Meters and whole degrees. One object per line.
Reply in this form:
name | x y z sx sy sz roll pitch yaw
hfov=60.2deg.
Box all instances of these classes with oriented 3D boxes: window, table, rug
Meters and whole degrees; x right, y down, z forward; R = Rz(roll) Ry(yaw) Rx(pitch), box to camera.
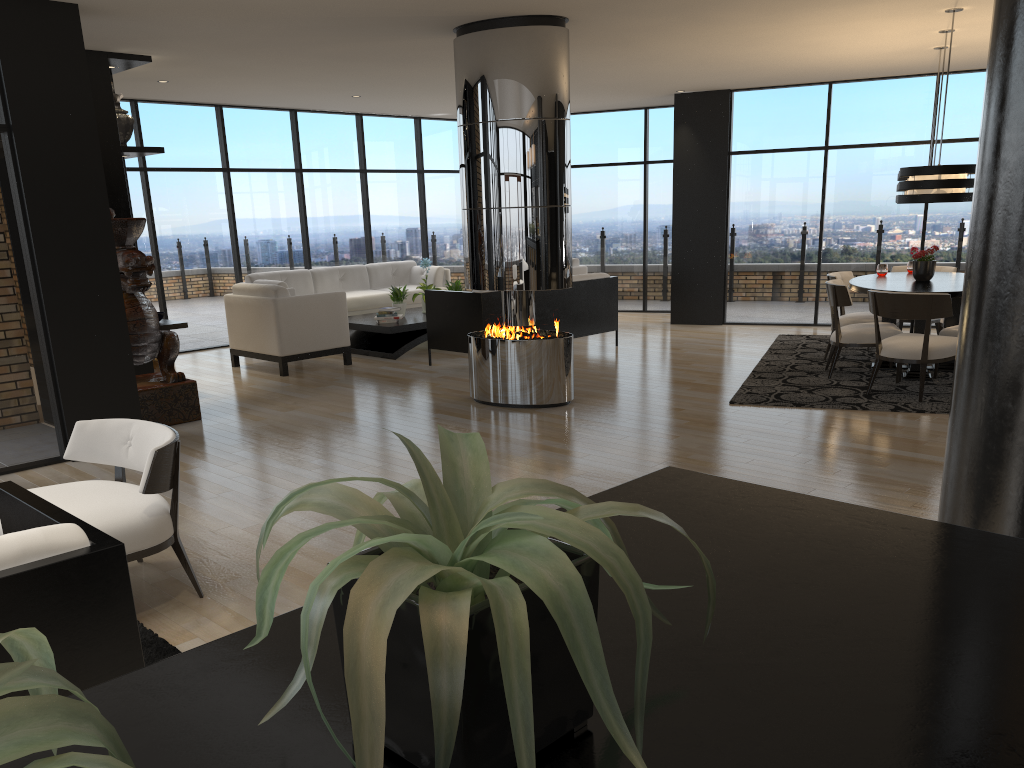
window | -1.227 -1.911 5.010 10.078 4.898 15.612 5 14 31
table | 3.556 -0.512 7.709 1.206 0.787 2.065 4 13 24
rug | -2.619 1.131 2.463 2.996 0.012 2.457 -13 15 -43
table | -1.005 -0.646 10.299 1.252 0.360 2.006 9 16 44
rug | 3.605 -0.149 7.865 2.711 0.011 3.647 3 12 22

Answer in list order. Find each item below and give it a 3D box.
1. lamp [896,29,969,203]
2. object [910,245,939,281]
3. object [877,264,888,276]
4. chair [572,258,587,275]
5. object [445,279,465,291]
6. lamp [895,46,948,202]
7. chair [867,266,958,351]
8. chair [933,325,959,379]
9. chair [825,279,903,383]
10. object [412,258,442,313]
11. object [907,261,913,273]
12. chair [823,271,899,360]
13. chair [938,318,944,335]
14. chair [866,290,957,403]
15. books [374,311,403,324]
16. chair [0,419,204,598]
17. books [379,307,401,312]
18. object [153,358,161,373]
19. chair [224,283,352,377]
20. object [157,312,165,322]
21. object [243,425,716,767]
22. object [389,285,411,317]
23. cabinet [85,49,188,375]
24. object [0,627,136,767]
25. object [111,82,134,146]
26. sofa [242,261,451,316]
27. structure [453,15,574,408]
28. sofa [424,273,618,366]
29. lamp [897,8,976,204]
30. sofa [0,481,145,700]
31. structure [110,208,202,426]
lamp | 3.518 -2.193 7.281 0.534 1.360 0.524 4 16 21
object | 3.526 -1.038 7.572 0.228 0.305 0.233 4 16 24
object | 3.426 -1.054 8.166 0.095 0.108 0.093 7 16 32
chair | 0.343 -1.205 11.566 0.991 0.876 0.843 11 19 43
object | -0.681 -1.078 10.544 0.283 0.379 0.210 4 16 22
lamp | 3.857 -2.361 8.076 0.534 1.360 0.524 4 16 21
chair | 3.937 -0.729 8.651 0.637 0.825 0.607 11 19 42
chair | 3.872 -0.425 7.120 0.636 0.825 0.608 -13 18 -38
chair | 2.941 -0.456 7.441 0.615 0.825 0.628 2 15 15
object | -0.965 -1.140 10.208 0.353 0.646 0.363 -9 16 -25
object | 3.800 -1.108 8.375 0.095 0.108 0.093 -5 14 -11
chair | 3.235 -0.620 8.220 0.613 0.825 0.631 7 17 31
chair | 4.208 -0.573 7.812 0.616 0.825 0.628 0 14 8
chair | 3.042 -0.307 6.668 0.609 0.825 0.634 -13 18 -38
books | -1.328 -0.730 9.526 0.307 0.129 0.219 -3 12 -6
chair | -1.666 0.546 3.516 0.797 0.691 0.675 11 19 43
books | -1.314 -0.805 9.503 0.183 0.027 0.152 6 14 35
object | -3.167 -0.202 7.821 0.222 0.506 0.218 -7 16 -18
chair | -2.282 -0.612 9.017 0.991 0.876 0.843 11 19 43
object | -3.179 -0.695 7.672 0.370 0.320 0.210 10 19 41
object | 0.003 0.158 0.684 0.405 0.245 0.390 -7 13 -20
object | -1.281 -0.946 9.978 0.284 0.379 0.210 0 15 8
cabinet | -4.146 -1.305 7.886 2.635 2.806 1.170 12 20 44
object | -0.301 0.220 0.422 0.396 0.245 0.399 -7 13 -20
object | -3.241 -2.208 7.248 0.244 0.557 0.239 -2 15 -1
sofa | -2.030 -1.056 11.225 0.846 0.875 2.661 11 18 44
structure | 0.030 -1.216 6.701 0.887 2.807 0.575 8 18 31
sofa | 0.142 -0.697 9.162 0.830 0.822 2.006 11 18 44
lamp | 3.178 -2.025 6.486 0.534 1.360 0.524 4 16 21
sofa | -1.909 0.831 1.768 0.830 0.822 2.006 11 18 44
structure | -2.849 -0.506 6.644 0.724 1.631 0.510 12 21 43
